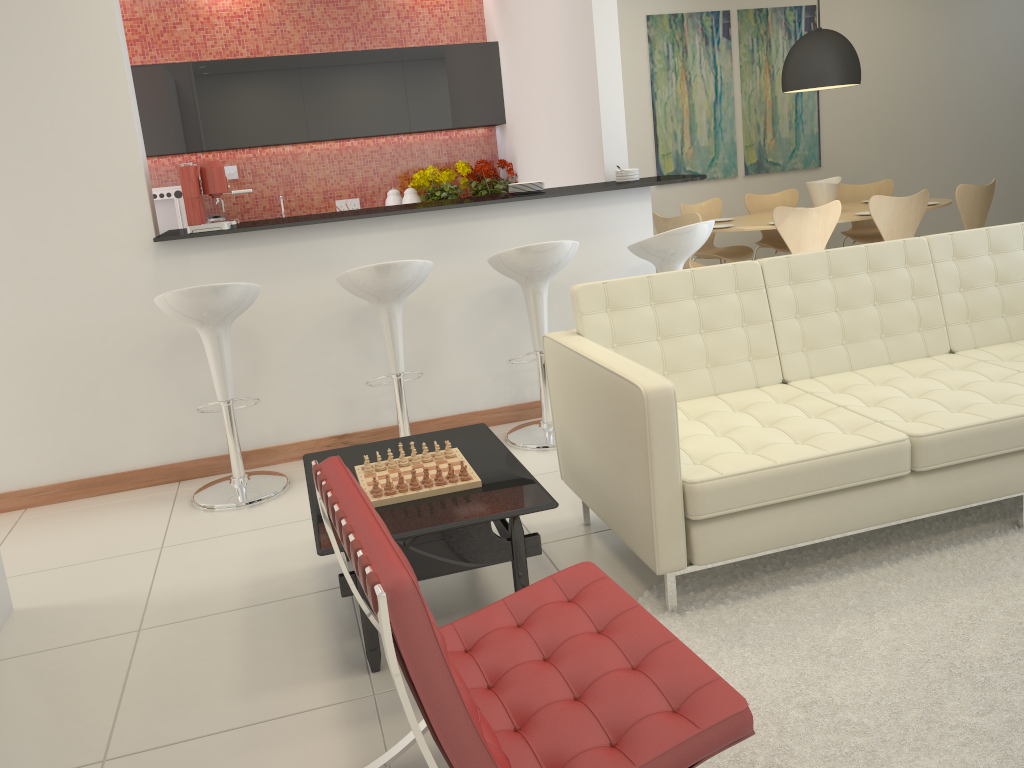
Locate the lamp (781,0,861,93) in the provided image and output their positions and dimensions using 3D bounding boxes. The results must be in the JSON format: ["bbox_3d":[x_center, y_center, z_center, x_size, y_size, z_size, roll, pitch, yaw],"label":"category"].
[{"bbox_3d":[2.371,-3.055,6.856,0.595,1.477,0.600,-8,12,-12],"label":"lamp"}]

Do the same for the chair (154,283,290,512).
[{"bbox_3d":[-1.316,0.025,4.060,0.457,1.009,0.470,-6,12,-3],"label":"chair"}]

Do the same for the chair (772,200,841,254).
[{"bbox_3d":[2.094,-0.876,6.477,0.522,0.896,0.521,-7,12,-7],"label":"chair"}]

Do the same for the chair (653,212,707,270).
[{"bbox_3d":[1.409,-0.876,6.745,0.518,0.896,0.524,-13,14,-30],"label":"chair"}]

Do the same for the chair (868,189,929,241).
[{"bbox_3d":[2.789,-0.984,6.628,0.522,0.896,0.521,-9,12,-14],"label":"chair"}]

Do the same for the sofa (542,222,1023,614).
[{"bbox_3d":[1.502,-0.029,3.339,2.570,0.912,1.011,-9,13,-14],"label":"sofa"}]

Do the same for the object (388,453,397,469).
[{"bbox_3d":[-0.404,0.256,2.969,0.030,0.049,0.030,-7,12,-7],"label":"object"}]

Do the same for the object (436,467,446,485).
[{"bbox_3d":[-0.224,0.287,2.770,0.030,0.054,0.030,-7,12,-7],"label":"object"}]

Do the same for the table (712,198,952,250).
[{"bbox_3d":[2.556,-1.036,7.267,2.266,0.721,1.293,-9,14,-13],"label":"table"}]

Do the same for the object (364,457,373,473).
[{"bbox_3d":[-0.480,0.269,2.949,0.030,0.049,0.030,-7,12,-7],"label":"object"}]

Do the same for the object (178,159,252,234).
[{"bbox_3d":[-1.435,-0.929,4.332,0.321,0.333,0.324,-9,13,-14],"label":"object"}]

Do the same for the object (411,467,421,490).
[{"bbox_3d":[-0.302,0.292,2.749,0.030,0.069,0.030,-7,12,-7],"label":"object"}]

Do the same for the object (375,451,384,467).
[{"bbox_3d":[-0.453,0.252,2.997,0.030,0.052,0.030,-11,13,-21],"label":"object"}]

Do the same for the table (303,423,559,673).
[{"bbox_3d":[-0.298,0.506,2.973,0.702,0.417,0.926,-9,14,-14],"label":"table"}]

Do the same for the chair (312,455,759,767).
[{"bbox_3d":[-0.002,0.572,1.817,0.708,0.807,0.706,-10,13,-19],"label":"chair"}]

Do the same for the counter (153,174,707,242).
[{"bbox_3d":[-0.341,-0.981,4.818,2.970,0.019,0.743,-9,15,-14],"label":"counter"}]

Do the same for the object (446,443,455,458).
[{"bbox_3d":[-0.212,0.224,3.018,0.030,0.049,0.030,-7,12,-7],"label":"object"}]

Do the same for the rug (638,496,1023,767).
[{"bbox_3d":[1.771,0.688,2.288,3.333,0.004,2.469,-9,15,-13],"label":"rug"}]

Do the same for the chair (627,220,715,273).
[{"bbox_3d":[0.847,-0.335,4.620,0.459,1.009,0.468,-12,13,-28],"label":"chair"}]

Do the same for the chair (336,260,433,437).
[{"bbox_3d":[-0.555,-0.101,4.256,0.457,1.009,0.470,-6,12,-3],"label":"chair"}]

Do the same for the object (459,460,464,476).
[{"bbox_3d":[-0.158,0.268,2.828,0.030,0.049,0.030,-7,12,-7],"label":"object"}]

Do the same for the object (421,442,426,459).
[{"bbox_3d":[-0.300,0.226,3.036,0.030,0.054,0.030,-7,12,-7],"label":"object"}]

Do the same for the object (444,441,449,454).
[{"bbox_3d":[-0.222,0.218,3.057,0.030,0.043,0.030,-7,12,-7],"label":"object"}]

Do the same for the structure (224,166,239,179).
[{"bbox_3d":[-2.281,-1.711,7.169,0.114,0.103,0.009,-9,12,-14],"label":"structure"}]

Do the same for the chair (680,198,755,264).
[{"bbox_3d":[1.750,-1.095,7.464,0.525,0.896,0.518,-14,15,-34],"label":"chair"}]

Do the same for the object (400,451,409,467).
[{"bbox_3d":[-0.365,0.250,2.979,0.030,0.049,0.030,-7,12,-7],"label":"object"}]

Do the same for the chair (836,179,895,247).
[{"bbox_3d":[3.143,-1.319,7.792,0.521,0.896,0.522,-4,12,10],"label":"chair"}]

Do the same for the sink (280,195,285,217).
[{"bbox_3d":[-1.808,-1.251,7.129,0.810,0.531,0.421,-9,13,-14],"label":"sink"}]

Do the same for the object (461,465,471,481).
[{"bbox_3d":[-0.147,0.279,2.791,0.030,0.043,0.030,-7,12,-7],"label":"object"}]

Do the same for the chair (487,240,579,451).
[{"bbox_3d":[0.146,-0.217,4.436,0.457,1.009,0.470,-6,12,-3],"label":"chair"}]

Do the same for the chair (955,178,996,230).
[{"bbox_3d":[3.440,-1.115,6.883,0.524,0.896,0.519,-13,14,-30],"label":"chair"}]

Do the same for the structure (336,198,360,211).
[{"bbox_3d":[-1.380,-1.505,7.456,0.198,0.098,0.017,-9,12,-14],"label":"structure"}]

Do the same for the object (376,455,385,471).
[{"bbox_3d":[-0.442,0.262,2.959,0.030,0.049,0.030,-7,12,-7],"label":"object"}]

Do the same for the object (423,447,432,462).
[{"bbox_3d":[-0.289,0.237,2.999,0.030,0.049,0.030,-7,12,-7],"label":"object"}]

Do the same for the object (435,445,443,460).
[{"bbox_3d":[-0.250,0.231,3.008,0.030,0.049,0.030,-7,12,-7],"label":"object"}]

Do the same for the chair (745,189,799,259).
[{"bbox_3d":[2.359,-1.221,7.714,0.522,0.896,0.521,-8,12,-10],"label":"chair"}]

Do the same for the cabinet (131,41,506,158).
[{"bbox_3d":[-1.672,-2.264,7.064,3.249,0.652,0.355,-9,13,-14],"label":"cabinet"}]

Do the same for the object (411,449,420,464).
[{"bbox_3d":[-0.327,0.243,2.989,0.030,0.049,0.030,-7,12,-7],"label":"object"}]

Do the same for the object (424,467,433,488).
[{"bbox_3d":[-0.263,0.289,2.759,0.030,0.063,0.030,-7,12,-7],"label":"object"}]

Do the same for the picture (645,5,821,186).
[{"bbox_3d":[2.095,-2.695,8.242,1.742,1.490,0.020,-9,12,-14],"label":"picture"}]

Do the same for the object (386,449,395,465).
[{"bbox_3d":[-0.415,0.245,3.006,0.030,0.054,0.030,-7,12,-7],"label":"object"}]
